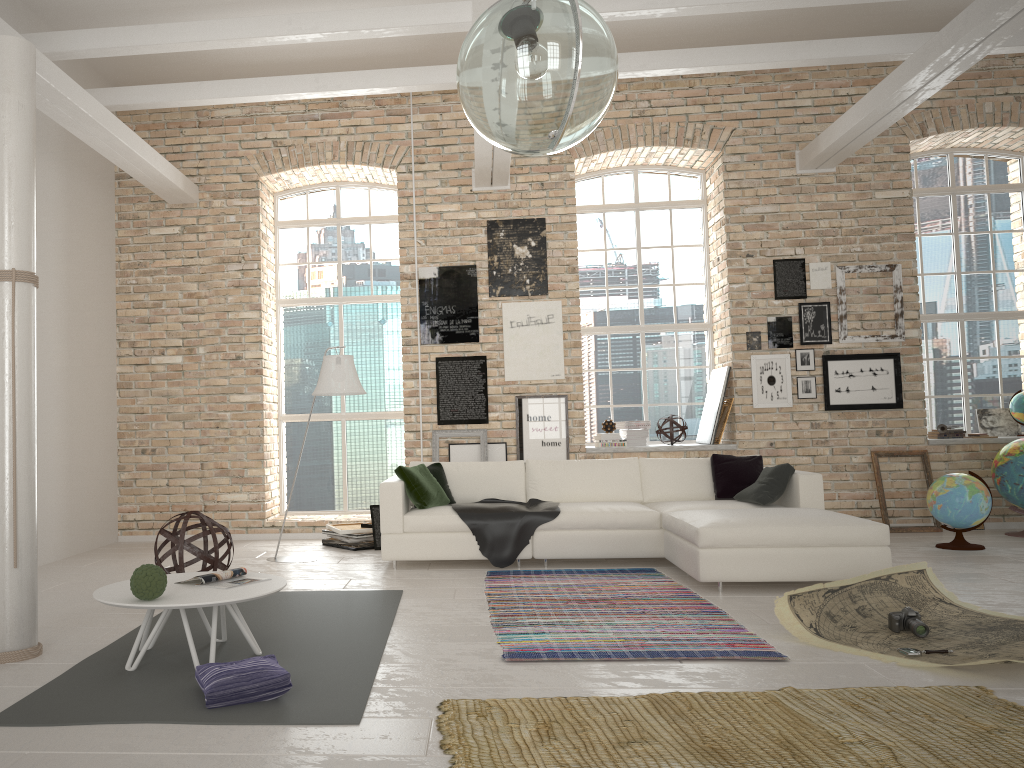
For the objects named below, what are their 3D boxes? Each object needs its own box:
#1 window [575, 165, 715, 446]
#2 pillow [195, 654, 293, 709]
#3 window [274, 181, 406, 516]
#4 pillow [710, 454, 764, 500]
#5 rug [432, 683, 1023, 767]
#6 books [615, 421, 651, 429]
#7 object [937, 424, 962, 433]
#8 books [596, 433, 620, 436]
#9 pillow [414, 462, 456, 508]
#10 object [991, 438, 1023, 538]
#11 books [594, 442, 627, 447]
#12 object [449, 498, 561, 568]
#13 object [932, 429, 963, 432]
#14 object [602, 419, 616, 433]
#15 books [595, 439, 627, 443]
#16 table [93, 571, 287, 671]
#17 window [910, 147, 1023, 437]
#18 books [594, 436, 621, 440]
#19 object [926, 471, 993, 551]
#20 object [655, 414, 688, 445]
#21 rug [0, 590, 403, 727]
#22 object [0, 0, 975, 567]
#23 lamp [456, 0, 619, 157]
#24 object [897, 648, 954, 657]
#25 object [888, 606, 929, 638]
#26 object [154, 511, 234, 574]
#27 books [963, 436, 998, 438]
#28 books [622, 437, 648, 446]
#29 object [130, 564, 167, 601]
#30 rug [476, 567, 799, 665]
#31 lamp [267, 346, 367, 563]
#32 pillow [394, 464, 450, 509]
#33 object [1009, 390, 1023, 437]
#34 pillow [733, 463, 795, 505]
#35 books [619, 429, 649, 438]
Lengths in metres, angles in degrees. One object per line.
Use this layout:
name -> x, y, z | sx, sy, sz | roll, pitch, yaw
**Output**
window -> 1.573, -1.123, 3.862 | 1.437, 2.990, 11.358 | -2, -3, -2
pillow -> -1.101, 1.219, 3.642 | 0.338, 0.164, 0.370 | 0, -3, -23
window -> -1.662, -0.688, 4.163 | 1.437, 3.656, 11.358 | -2, -3, -2
pillow -> 1.843, 0.760, 7.244 | 0.432, 0.390, 0.239 | -2, -3, 4
rug -> 0.872, 1.174, 2.777 | 2.195, 0.021, 1.541 | -1, -3, -3
books -> 1.240, 0.419, 9.148 | 0.294, 0.085, 0.237 | -1, -3, -17
object -> 4.263, 0.431, 8.683 | 0.101, 0.090, 0.446 | -5, -4, 44
books -> 0.955, 0.503, 8.892 | 0.181, 0.030, 0.179 | -1, -3, -9
pillow -> -0.703, 0.846, 7.444 | 0.384, 0.365, 0.335 | 1, -4, -42
object -> 4.605, 0.898, 7.820 | 0.625, 0.924, 0.685 | -1, -3, -23
books -> 0.981, 0.603, 8.872 | 0.277, 0.048, 0.218 | -2, -3, -1
object -> -0.064, 1.167, 7.067 | 0.901, 0.464, 0.771 | -2, -3, 0
object -> 4.228, 0.449, 8.667 | 0.216, 0.021, 0.157 | -2, -3, 3
object -> 0.973, 0.425, 8.944 | 0.151, 0.137, 0.135 | -3, -3, 29
books -> 0.983, 0.567, 8.874 | 0.272, 0.024, 0.218 | -1, -3, -1
table -> -1.537, 1.146, 4.289 | 0.948, 0.342, 0.874 | -2, -3, 16
window -> 4.789, -1.224, 3.544 | 1.437, 2.990, 11.358 | -2, -3, -2
books -> 0.949, 0.538, 8.891 | 0.199, 0.041, 0.199 | -1, -3, -12
object -> 3.617, 1.019, 7.211 | 0.478, 0.631, 0.417 | -5, -4, 42
object -> 1.580, 0.455, 8.830 | 0.302, 0.308, 0.310 | -1, -3, -7
rug -> -1.363, 1.329, 4.639 | 1.444, 0.042, 2.704 | -1, -3, -2
object -> 1.138, -1.152, 3.935 | 10.235, 4.800, 11.754 | -2, -3, 1
lamp -> 0.058, -1.497, 2.830 | 0.522, 1.599, 0.482 | -3, -3, 16
object -> 1.860, 1.199, 3.989 | 0.228, 0.019, 0.097 | -2, -3, 0
object -> 1.954, 1.165, 4.373 | 0.150, 0.124, 0.168 | -2, -3, 1
object -> -2.214, 1.156, 6.210 | 0.514, 0.543, 0.569 | 0, -3, -23
books -> 4.440, 0.507, 8.458 | 0.230, 0.022, 0.174 | -2, -3, 3
books -> 1.254, 0.587, 9.144 | 0.243, 0.088, 0.311 | -2, -3, 6
object -> -1.621, 0.885, 3.977 | 0.154, 0.164, 0.171 | -1, -3, -22
rug -> 0.511, 1.314, 5.285 | 1.414, 0.008, 2.670 | -1, -3, -2
lamp -> -1.639, 0.589, 7.468 | 1.069, 1.776, 0.421 | -4, -4, 36
pillow -> -0.723, 0.818, 7.169 | 0.323, 0.344, 0.392 | -3, -3, 26
object -> 5.026, 0.284, 8.643 | 0.337, 0.465, 0.322 | -2, -3, 7
pillow -> 1.928, 0.756, 6.823 | 0.336, 0.305, 0.422 | -1, -3, -9
books -> 1.252, 0.504, 9.149 | 0.237, 0.088, 0.318 | -1, -3, -5
